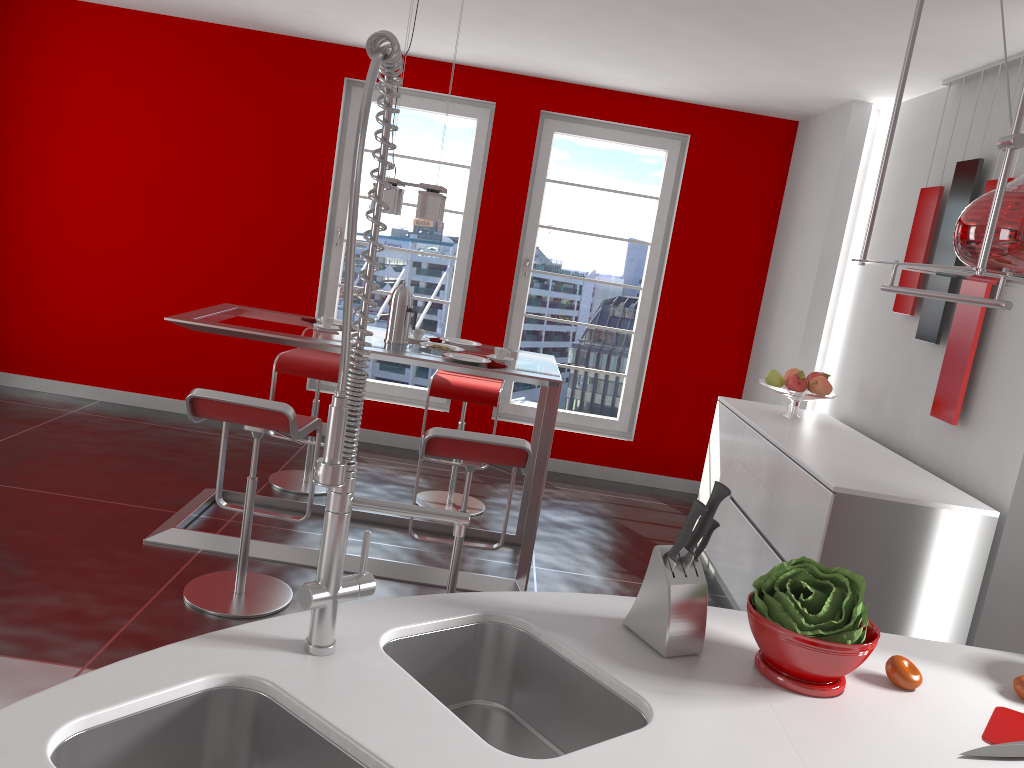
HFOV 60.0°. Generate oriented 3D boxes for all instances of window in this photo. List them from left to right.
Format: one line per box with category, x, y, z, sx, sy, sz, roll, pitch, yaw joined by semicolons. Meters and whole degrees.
window;-0.766;-0.923;6.095;0.938;2.038;0.117;9;9;-1
window;0.518;-0.719;6.128;0.938;2.038;0.117;9;9;-1

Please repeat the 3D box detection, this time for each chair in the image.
chair;-1.023;0.427;3.447;0.418;0.857;0.460;10;9;3
chair;-1.108;0.147;5.028;0.418;0.857;0.460;10;9;6
chair;-0.292;0.274;5.068;0.418;0.857;0.460;9;9;1
chair;-0.198;0.559;3.463;0.418;0.857;0.460;8;9;-6

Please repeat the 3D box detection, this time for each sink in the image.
sink;-0.357;0.575;1.102;0.428;0.172;0.326;16;12;37
sink;-0.017;0.571;1.451;0.326;0.172;0.428;1;12;-40

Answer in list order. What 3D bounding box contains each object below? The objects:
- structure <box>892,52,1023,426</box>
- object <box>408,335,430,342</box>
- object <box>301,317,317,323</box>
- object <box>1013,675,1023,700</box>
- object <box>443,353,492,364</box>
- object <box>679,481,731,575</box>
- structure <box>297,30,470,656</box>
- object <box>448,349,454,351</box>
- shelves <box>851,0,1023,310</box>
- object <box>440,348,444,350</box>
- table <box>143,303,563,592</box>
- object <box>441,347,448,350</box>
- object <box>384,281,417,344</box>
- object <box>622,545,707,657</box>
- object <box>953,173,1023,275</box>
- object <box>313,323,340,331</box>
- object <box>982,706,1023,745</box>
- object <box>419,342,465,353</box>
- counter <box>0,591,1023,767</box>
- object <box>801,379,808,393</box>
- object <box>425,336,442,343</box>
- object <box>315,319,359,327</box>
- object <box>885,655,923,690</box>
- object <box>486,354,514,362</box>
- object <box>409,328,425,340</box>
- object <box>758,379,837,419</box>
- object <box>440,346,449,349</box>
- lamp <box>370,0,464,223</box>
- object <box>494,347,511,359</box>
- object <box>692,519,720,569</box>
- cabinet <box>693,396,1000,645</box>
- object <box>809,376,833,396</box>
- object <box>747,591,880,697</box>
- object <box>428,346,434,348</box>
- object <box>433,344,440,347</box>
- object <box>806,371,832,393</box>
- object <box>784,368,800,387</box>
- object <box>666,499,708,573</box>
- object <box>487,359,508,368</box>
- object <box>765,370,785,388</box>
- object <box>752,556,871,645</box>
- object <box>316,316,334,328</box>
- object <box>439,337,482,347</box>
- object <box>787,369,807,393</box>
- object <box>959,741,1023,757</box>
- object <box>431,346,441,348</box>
structure;1.929;-0.629;3.895;0.040;1.503;0.820;9;9;-1
object;-0.458;-0.216;4.287;0.119;0.016;0.119;9;9;-4
object;-1.001;-0.320;4.384;0.095;0.012;0.234;9;9;-3
object;0.969;0.568;1.651;0.065;0.047;0.063;9;9;-2
object;-0.197;-0.109;3.896;0.217;0.015;0.217;16;11;34
object;0.316;0.319;1.605;0.014;0.322;0.150;4;11;-30
structure;-0.192;-0.011;1.289;0.178;0.920;0.308;18;13;41
object;-0.287;-0.159;4.117;0.036;0.006;0.034;6;10;-18
shelves;1.176;-0.575;1.388;0.934;1.023;0.462;9;9;-1
object;-0.330;-0.164;4.107;0.036;0.006;0.034;12;10;16
table;-0.702;0.274;4.230;1.700;1.000;0.800;9;9;-1
object;-0.313;-0.163;4.084;0.034;0.006;0.036;7;10;-13
object;-0.500;-0.332;4.103;0.149;0.287;0.113;10;9;6
object;0.293;0.387;1.642;0.091;0.178;0.137;4;11;-28
object;0.839;-0.298;1.416;0.213;0.266;0.213;14;11;26
object;-0.873;-0.265;4.174;0.119;0.016;0.119;6;10;-21
object;0.929;0.609;1.480;0.266;0.006;0.168;14;10;25
object;-0.325;-0.167;4.118;0.217;0.015;0.217;16;12;35
counter;0.269;1.023;1.083;1.868;0.880;2.865;15;11;32
object;1.488;0.006;4.594;0.086;0.079;0.084;14;11;26
object;-0.393;-0.224;4.406;0.095;0.012;0.234;9;9;-3
object;-0.864;-0.300;4.385;0.217;0.015;0.217;13;10;22
object;0.718;0.529;1.624;0.064;0.048;0.063;5;10;-23
object;-0.056;-0.117;4.084;0.119;0.016;0.119;12;10;18
object;-0.460;-0.241;4.287;0.078;0.049;0.062;17;12;38
object;1.459;0.096;4.585;0.398;0.159;0.398;1;13;-41
object;-0.313;-0.171;4.126;0.036;0.006;0.034;16;12;35
lamp;-0.396;-1.263;3.971;0.304;1.025;0.304;9;9;-1
object;-0.045;-0.139;4.080;0.078;0.049;0.062;9;9;-2
object;0.333;0.332;1.627;0.009;0.197;0.091;4;11;-30
cabinet;1.381;0.691;4.135;0.610;0.880;1.802;9;9;-1
object;1.566;0.011;4.478;0.121;0.101;0.097;5;10;-22
object;0.526;0.468;1.589;0.229;0.118;0.228;4;11;-30
object;-0.370;-0.170;4.105;0.034;0.006;0.036;13;10;20
object;-0.352;-0.179;4.139;0.034;0.006;0.036;11;10;10
object;1.579;-0.016;4.603;0.150;0.129;0.117;0;13;-43
object;1.482;-0.031;4.675;0.096;0.105;0.117;14;11;27
object;0.285;0.330;1.602;0.012;0.279;0.130;4;11;-30
object;-0.061;-0.084;3.894;0.095;0.012;0.234;9;9;-1
object;1.363;-0.028;4.588;0.083;0.086;0.100;1;13;-41
object;0.524;0.414;1.580;0.198;0.182;0.193;10;9;4
object;-0.876;-0.290;4.173;0.078;0.049;0.062;13;10;21
object;-0.256;-0.204;4.407;0.217;0.015;0.217;5;10;-25
object;1.438;-0.018;4.483;0.097;0.133;0.117;7;10;-12
object;0.877;0.597;1.460;0.375;0.008;0.041;5;10;-24
object;-0.351;-0.172;4.098;0.036;0.006;0.034;13;10;22
